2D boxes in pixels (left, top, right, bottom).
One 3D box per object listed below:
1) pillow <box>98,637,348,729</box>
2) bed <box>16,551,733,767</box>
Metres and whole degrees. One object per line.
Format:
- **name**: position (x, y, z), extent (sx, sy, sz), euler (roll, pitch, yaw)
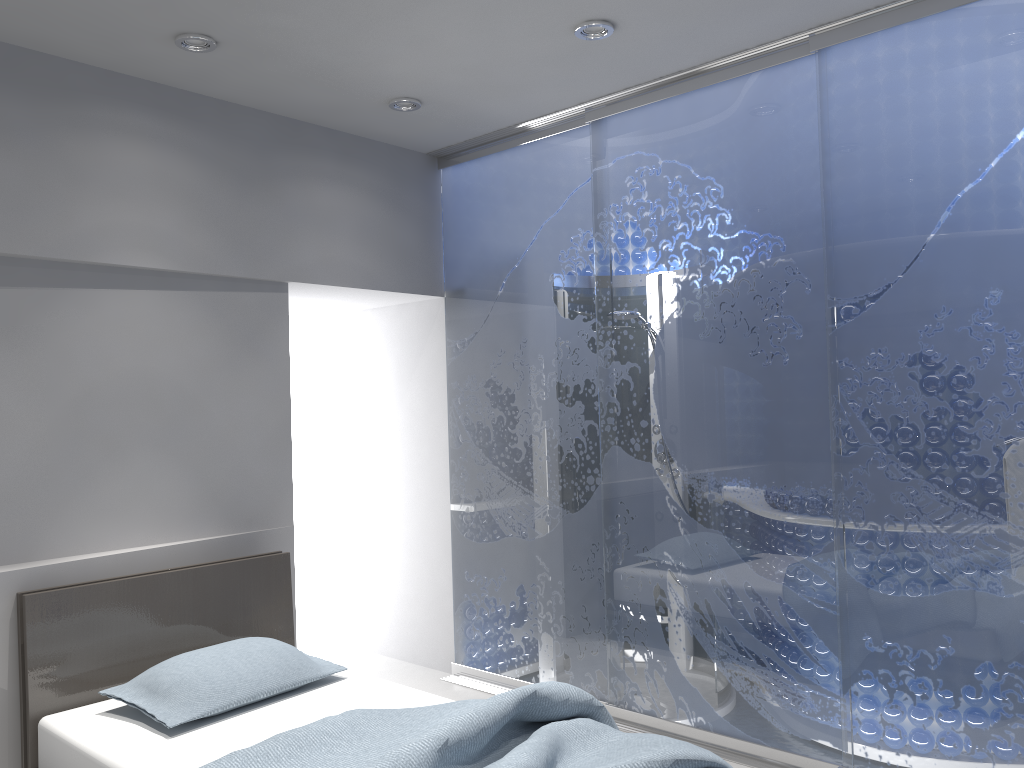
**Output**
- **pillow**: position (-0.990, 1.015, 3.125), extent (0.417, 0.173, 0.746), euler (-3, -2, 38)
- **bed**: position (-0.510, 1.043, 2.586), extent (2.319, 0.752, 1.411), euler (-3, -2, 43)
